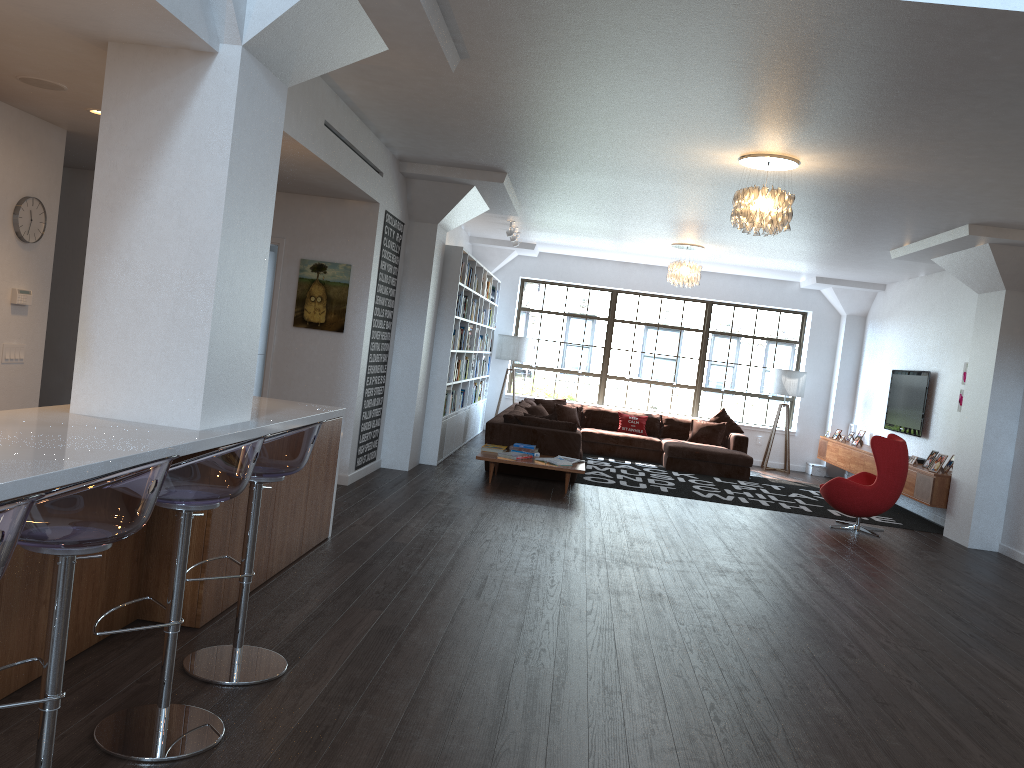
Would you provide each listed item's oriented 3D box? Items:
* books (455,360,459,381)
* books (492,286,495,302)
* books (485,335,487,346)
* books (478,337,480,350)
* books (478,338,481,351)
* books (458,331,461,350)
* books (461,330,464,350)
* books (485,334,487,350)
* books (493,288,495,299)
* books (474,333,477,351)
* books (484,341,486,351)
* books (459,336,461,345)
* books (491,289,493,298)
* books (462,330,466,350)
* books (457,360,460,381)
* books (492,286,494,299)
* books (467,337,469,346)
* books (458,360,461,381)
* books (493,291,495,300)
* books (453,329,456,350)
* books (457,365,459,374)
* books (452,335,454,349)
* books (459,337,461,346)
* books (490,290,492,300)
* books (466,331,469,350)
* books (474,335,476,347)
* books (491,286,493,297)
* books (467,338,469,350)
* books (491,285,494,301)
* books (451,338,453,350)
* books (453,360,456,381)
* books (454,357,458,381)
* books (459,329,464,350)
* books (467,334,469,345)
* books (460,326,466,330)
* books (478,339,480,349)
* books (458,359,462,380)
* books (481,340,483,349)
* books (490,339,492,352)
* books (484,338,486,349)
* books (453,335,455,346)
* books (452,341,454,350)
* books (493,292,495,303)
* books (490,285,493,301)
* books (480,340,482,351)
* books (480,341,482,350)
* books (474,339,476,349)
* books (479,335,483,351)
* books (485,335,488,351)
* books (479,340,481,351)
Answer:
[{"bbox_3d":[-0.737,-0.170,10.667,0.171,0.246,0.057,7,2,4],"label":"books"},{"bbox_3d":[-0.370,-1.378,13.539,0.183,0.253,0.042,7,2,4],"label":"books"},{"bbox_3d":[-0.478,-0.623,13.339,0.171,0.246,0.039,7,2,4],"label":"books"},{"bbox_3d":[-0.532,-0.577,12.545,0.140,0.206,0.042,7,2,4],"label":"books"},{"bbox_3d":[-0.526,-0.570,12.585,0.139,0.191,0.036,7,2,4],"label":"books"},{"bbox_3d":[-0.696,-0.523,10.504,0.161,0.223,0.027,7,2,4],"label":"books"},{"bbox_3d":[-0.678,-0.538,10.733,0.174,0.239,0.045,7,2,4],"label":"books"},{"bbox_3d":[-0.476,-0.632,13.418,0.180,0.259,0.042,7,2,4],"label":"books"},{"bbox_3d":[-0.367,-1.380,13.583,0.183,0.253,0.042,7,2,4],"label":"books"},{"bbox_3d":[-0.578,-0.584,12.093,0.171,0.246,0.036,7,2,4],"label":"books"},{"bbox_3d":[-0.478,-0.607,13.229,0.161,0.223,0.032,7,2,4],"label":"books"},{"bbox_3d":[-0.697,-0.524,10.531,0.161,0.223,0.026,7,2,4],"label":"books"},{"bbox_3d":[-0.391,-1.374,13.365,0.183,0.253,0.042,7,2,4],"label":"books"},{"bbox_3d":[-0.667,-0.546,10.805,0.182,0.253,0.034,7,2,4],"label":"books"},{"bbox_3d":[-0.732,-0.177,10.749,0.183,0.253,0.034,7,2,4],"label":"books"},{"bbox_3d":[-0.377,-1.376,13.452,0.183,0.253,0.042,7,2,4],"label":"books"},{"bbox_3d":[-0.647,-0.563,11.253,0.183,0.253,0.042,7,2,4],"label":"books"},{"bbox_3d":[-0.725,-0.177,10.782,0.183,0.253,0.034,7,2,4],"label":"books"},{"bbox_3d":[-0.365,-1.381,13.626,0.183,0.253,0.042,7,2,4],"label":"books"},{"bbox_3d":[-0.723,-0.514,10.113,0.140,0.231,0.042,7,2,4],"label":"books"},{"bbox_3d":[-0.739,-0.165,10.715,0.168,0.231,0.037,7,2,4],"label":"books"},{"bbox_3d":[-0.723,-0.477,10.028,0.120,0.167,0.020,7,2,4],"label":"books"},{"bbox_3d":[-0.702,-0.530,10.564,0.167,0.230,0.037,7,2,4],"label":"books"},{"bbox_3d":[-0.388,-1.350,13.159,0.161,0.223,0.032,7,2,4],"label":"books"},{"bbox_3d":[-0.647,-0.551,11.141,0.174,0.240,0.054,7,2,4],"label":"books"},{"bbox_3d":[-0.584,-0.581,11.919,0.174,0.251,0.051,7,2,4],"label":"books"},{"bbox_3d":[-0.392,-1.372,13.322,0.183,0.253,0.042,7,2,4],"label":"books"},{"bbox_3d":[-0.630,-0.541,11.374,0.161,0.207,0.135,7,2,4],"label":"books"},{"bbox_3d":[-0.385,-1.375,13.409,0.183,0.253,0.042,7,2,4],"label":"books"},{"bbox_3d":[-0.725,-0.469,9.990,0.110,0.153,0.019,7,2,4],"label":"books"},{"bbox_3d":[-0.757,-0.164,10.459,0.171,0.246,0.057,7,2,4],"label":"books"},{"bbox_3d":[-0.750,-0.189,10.541,0.176,0.290,0.053,7,2,4],"label":"books"},{"bbox_3d":[-0.686,-0.542,10.632,0.182,0.253,0.034,7,2,4],"label":"books"},{"bbox_3d":[-0.638,-0.545,11.216,0.161,0.223,0.032,7,2,4],"label":"books"},{"bbox_3d":[-0.670,-0.568,10.868,0.176,0.294,0.102,7,2,4],"label":"books"},{"bbox_3d":[-0.519,-0.554,12.510,0.107,0.167,0.016,7,2,4],"label":"books"},{"bbox_3d":[-0.715,-0.182,10.918,0.183,0.253,0.034,7,2,4],"label":"books"},{"bbox_3d":[-0.490,-0.565,12.878,0.107,0.167,0.017,7,2,4],"label":"books"},{"bbox_3d":[-0.415,-0.629,14.067,0.182,0.215,0.188,7,2,4],"label":"books"},{"bbox_3d":[-0.487,-0.613,13.154,0.174,0.240,0.054,7,2,4],"label":"books"},{"bbox_3d":[-0.713,-0.478,10.078,0.107,0.167,0.017,7,2,4],"label":"books"},{"bbox_3d":[-0.715,-0.475,10.054,0.106,0.162,0.032,7,2,4],"label":"books"},{"bbox_3d":[-0.360,-1.382,13.670,0.183,0.253,0.042,7,2,4],"label":"books"},{"bbox_3d":[-0.395,-1.371,13.278,0.183,0.253,0.042,7,2,4],"label":"books"},{"bbox_3d":[-0.500,-0.564,12.828,0.120,0.167,0.020,7,2,4],"label":"books"},{"bbox_3d":[-0.502,-0.556,12.790,0.110,0.153,0.019,7,2,4],"label":"books"},{"bbox_3d":[-0.576,-0.568,11.990,0.161,0.223,0.030,7,2,4],"label":"books"},{"bbox_3d":[-0.500,-0.601,12.912,0.140,0.231,0.042,7,2,4],"label":"books"},{"bbox_3d":[-0.464,-0.631,13.504,0.183,0.253,0.042,7,2,4],"label":"books"},{"bbox_3d":[-0.516,-0.566,12.680,0.128,0.178,0.022,7,2,4],"label":"books"}]
